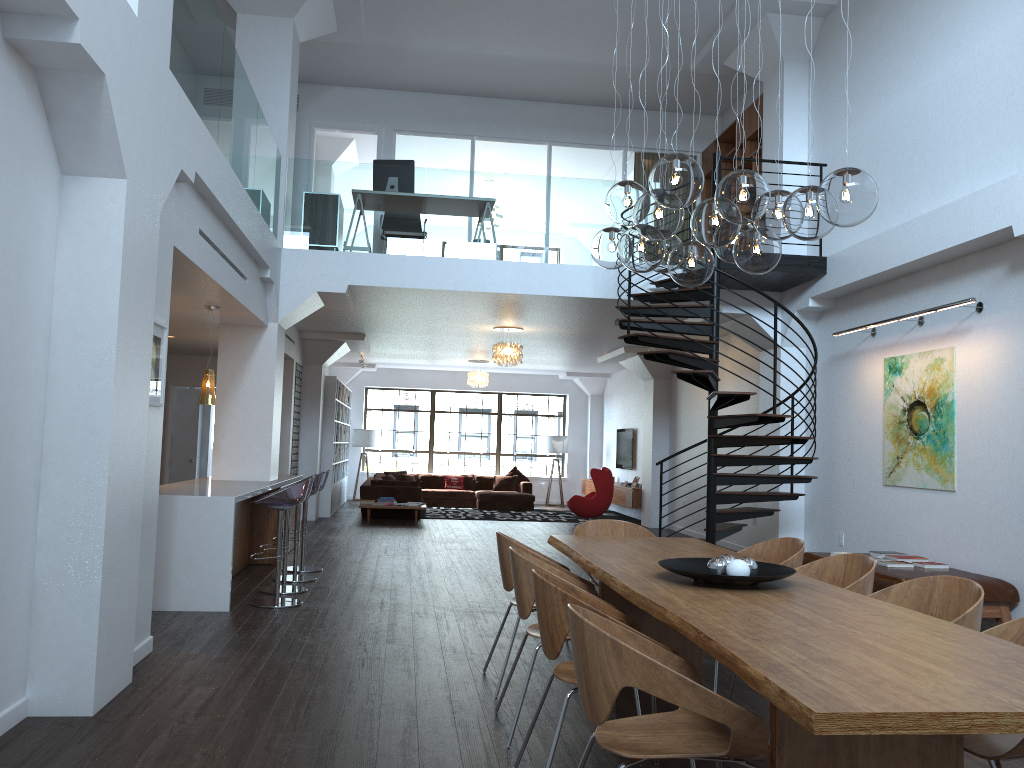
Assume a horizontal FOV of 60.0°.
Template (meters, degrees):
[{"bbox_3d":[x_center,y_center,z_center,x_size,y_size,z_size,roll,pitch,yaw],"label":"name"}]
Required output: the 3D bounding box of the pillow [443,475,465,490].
[{"bbox_3d":[-1.243,2.134,19.102,0.465,0.308,0.220,3,-4,-11],"label":"pillow"}]

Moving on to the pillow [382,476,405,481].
[{"bbox_3d":[-2.075,1.843,15.899,0.559,0.411,0.269,-1,-5,39],"label":"pillow"}]

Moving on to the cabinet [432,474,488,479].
[{"bbox_3d":[-1.052,2.370,20.014,1.520,0.625,0.350,2,-4,-7],"label":"cabinet"}]

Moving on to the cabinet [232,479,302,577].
[{"bbox_3d":[-2.843,1.441,8.926,0.898,0.796,4.493,2,-4,-7],"label":"cabinet"}]

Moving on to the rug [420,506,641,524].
[{"bbox_3d":[0.240,2.520,17.122,4.200,0.007,3.100,2,-4,-5],"label":"rug"}]

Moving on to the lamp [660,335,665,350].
[{"bbox_3d":[2.180,-0.607,12.944,0.111,0.211,0.120,-2,-5,42],"label":"lamp"}]

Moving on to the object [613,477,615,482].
[{"bbox_3d":[2.124,2.012,18.713,0.089,0.110,0.089,-1,-5,38],"label":"object"}]

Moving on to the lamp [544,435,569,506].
[{"bbox_3d":[0.992,1.965,20.119,0.545,1.579,0.545,2,-4,4],"label":"lamp"}]

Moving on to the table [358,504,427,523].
[{"bbox_3d":[-1.994,2.154,14.827,1.100,0.271,0.853,2,-4,-7],"label":"table"}]

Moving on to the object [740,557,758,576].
[{"bbox_3d":[1.030,0.810,3.899,0.100,0.100,0.100,-1,-5,38],"label":"object"}]

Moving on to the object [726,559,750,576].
[{"bbox_3d":[0.973,0.805,3.815,0.100,0.100,0.100,-1,-5,38],"label":"object"}]

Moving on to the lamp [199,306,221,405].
[{"bbox_3d":[-2.027,-0.610,9.275,0.149,1.807,2.842,-1,-5,32],"label":"lamp"}]

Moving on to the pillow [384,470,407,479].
[{"bbox_3d":[-2.428,2.049,18.918,0.580,0.418,0.334,5,-5,-34],"label":"pillow"}]

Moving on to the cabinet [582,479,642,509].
[{"bbox_3d":[2.087,2.191,17.991,0.459,0.350,4.501,2,-4,-7],"label":"cabinet"}]

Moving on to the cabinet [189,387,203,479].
[{"bbox_3d":[-5.601,0.645,14.415,0.527,2.991,2.630,2,-4,-7],"label":"cabinet"}]

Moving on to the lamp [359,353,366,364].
[{"bbox_3d":[-2.893,-0.485,17.039,0.111,0.211,0.120,0,-5,27],"label":"lamp"}]

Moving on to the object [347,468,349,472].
[{"bbox_3d":[-3.742,1.881,19.337,0.331,0.088,0.410,2,-4,-7],"label":"object"}]

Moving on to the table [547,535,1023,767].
[{"bbox_3d":[0.929,1.242,3.870,1.012,0.750,3.803,2,-4,-7],"label":"table"}]

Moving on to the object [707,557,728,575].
[{"bbox_3d":[0.906,0.811,3.894,0.100,0.100,0.100,-1,-5,38],"label":"object"}]

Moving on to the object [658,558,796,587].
[{"bbox_3d":[0.941,0.836,3.904,0.592,0.066,0.592,-2,-5,41],"label":"object"}]

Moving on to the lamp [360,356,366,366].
[{"bbox_3d":[-2.954,-0.452,17.540,0.111,0.211,0.120,-2,-5,42],"label":"lamp"}]

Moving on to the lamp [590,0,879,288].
[{"bbox_3d":[0.979,-1.579,4.383,0.849,2.140,1.787,2,-4,-8],"label":"lamp"}]

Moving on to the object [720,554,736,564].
[{"bbox_3d":[0.964,0.814,3.975,0.100,0.100,0.100,-1,-5,38],"label":"object"}]

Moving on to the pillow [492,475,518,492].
[{"bbox_3d":[-0.153,2.135,19.115,0.542,0.362,0.248,1,-4,14],"label":"pillow"}]

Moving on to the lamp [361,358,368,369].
[{"bbox_3d":[-3.016,-0.418,18.054,0.120,0.211,0.111,4,-5,-33],"label":"lamp"}]

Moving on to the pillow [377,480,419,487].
[{"bbox_3d":[-2.006,1.869,15.637,0.750,0.364,0.289,2,-4,-8],"label":"pillow"}]

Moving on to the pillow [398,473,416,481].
[{"bbox_3d":[-2.228,2.068,18.844,0.489,0.337,0.238,5,-5,-37],"label":"pillow"}]

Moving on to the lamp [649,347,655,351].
[{"bbox_3d":[2.119,-0.574,13.446,0.111,0.211,0.120,0,-5,27],"label":"lamp"}]

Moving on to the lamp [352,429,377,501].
[{"bbox_3d":[-3.299,1.797,19.711,0.545,1.579,0.545,3,-4,-18],"label":"lamp"}]

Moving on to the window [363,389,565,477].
[{"bbox_3d":[-1.079,1.147,20.641,4.648,1.905,0.114,2,-4,-7],"label":"window"}]

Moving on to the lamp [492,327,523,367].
[{"bbox_3d":[-0.062,-0.525,12.712,0.441,0.539,0.442,-1,-5,35],"label":"lamp"}]

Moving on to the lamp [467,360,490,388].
[{"bbox_3d":[-0.674,-0.194,17.725,0.441,0.539,0.442,-1,-5,35],"label":"lamp"}]

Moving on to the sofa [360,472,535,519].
[{"bbox_3d":[-1.156,2.170,17.489,3.481,0.664,4.197,2,-4,-7],"label":"sofa"}]

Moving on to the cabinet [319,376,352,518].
[{"bbox_3d":[-3.554,1.207,17.368,0.461,2.414,4.500,2,-4,-7],"label":"cabinet"}]

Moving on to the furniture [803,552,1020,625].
[{"bbox_3d":[3.147,1.702,7.292,0.907,0.453,1.819,2,-4,-7],"label":"furniture"}]

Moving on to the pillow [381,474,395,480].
[{"bbox_3d":[-2.355,1.954,17.300,0.325,0.391,0.625,1,-4,10],"label":"pillow"}]

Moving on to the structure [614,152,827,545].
[{"bbox_3d":[2.020,-0.178,8.884,1.998,4.352,1.998,-2,-6,44],"label":"structure"}]

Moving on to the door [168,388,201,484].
[{"bbox_3d":[-5.313,1.079,13.763,0.826,2.032,0.174,2,-4,-7],"label":"door"}]

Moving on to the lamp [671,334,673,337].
[{"bbox_3d":[2.242,-0.641,12.431,0.120,0.211,0.111,4,-5,-33],"label":"lamp"}]

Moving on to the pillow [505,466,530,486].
[{"bbox_3d":[0.034,2.072,19.308,0.651,0.587,0.335,4,-5,-28],"label":"pillow"}]
